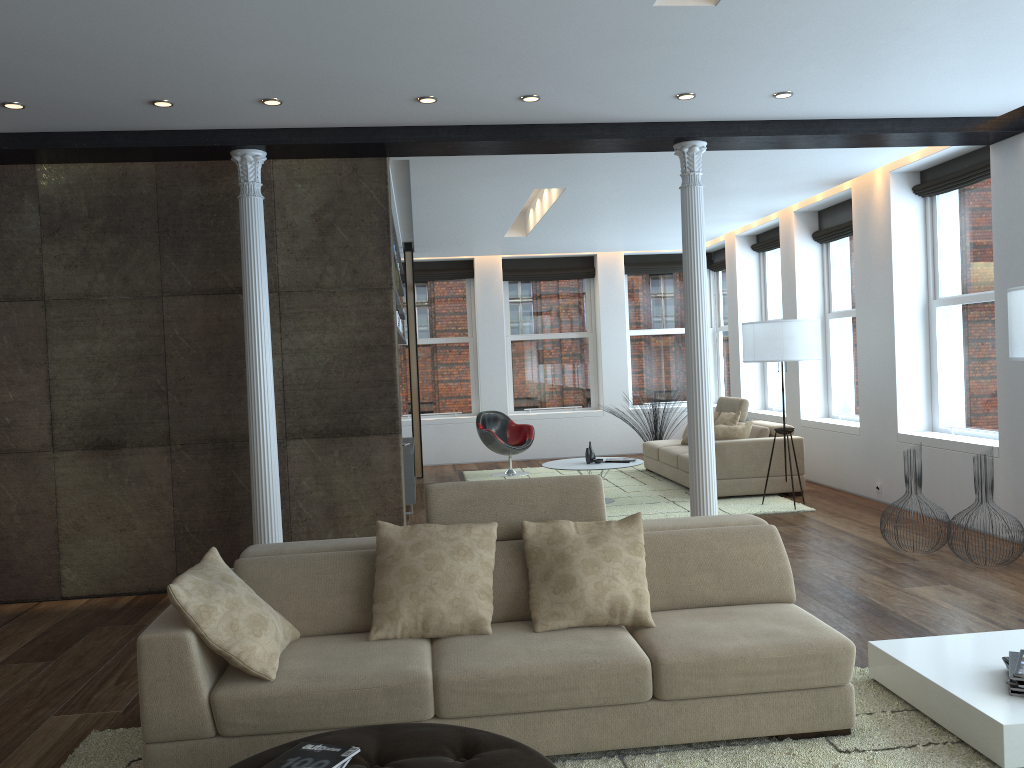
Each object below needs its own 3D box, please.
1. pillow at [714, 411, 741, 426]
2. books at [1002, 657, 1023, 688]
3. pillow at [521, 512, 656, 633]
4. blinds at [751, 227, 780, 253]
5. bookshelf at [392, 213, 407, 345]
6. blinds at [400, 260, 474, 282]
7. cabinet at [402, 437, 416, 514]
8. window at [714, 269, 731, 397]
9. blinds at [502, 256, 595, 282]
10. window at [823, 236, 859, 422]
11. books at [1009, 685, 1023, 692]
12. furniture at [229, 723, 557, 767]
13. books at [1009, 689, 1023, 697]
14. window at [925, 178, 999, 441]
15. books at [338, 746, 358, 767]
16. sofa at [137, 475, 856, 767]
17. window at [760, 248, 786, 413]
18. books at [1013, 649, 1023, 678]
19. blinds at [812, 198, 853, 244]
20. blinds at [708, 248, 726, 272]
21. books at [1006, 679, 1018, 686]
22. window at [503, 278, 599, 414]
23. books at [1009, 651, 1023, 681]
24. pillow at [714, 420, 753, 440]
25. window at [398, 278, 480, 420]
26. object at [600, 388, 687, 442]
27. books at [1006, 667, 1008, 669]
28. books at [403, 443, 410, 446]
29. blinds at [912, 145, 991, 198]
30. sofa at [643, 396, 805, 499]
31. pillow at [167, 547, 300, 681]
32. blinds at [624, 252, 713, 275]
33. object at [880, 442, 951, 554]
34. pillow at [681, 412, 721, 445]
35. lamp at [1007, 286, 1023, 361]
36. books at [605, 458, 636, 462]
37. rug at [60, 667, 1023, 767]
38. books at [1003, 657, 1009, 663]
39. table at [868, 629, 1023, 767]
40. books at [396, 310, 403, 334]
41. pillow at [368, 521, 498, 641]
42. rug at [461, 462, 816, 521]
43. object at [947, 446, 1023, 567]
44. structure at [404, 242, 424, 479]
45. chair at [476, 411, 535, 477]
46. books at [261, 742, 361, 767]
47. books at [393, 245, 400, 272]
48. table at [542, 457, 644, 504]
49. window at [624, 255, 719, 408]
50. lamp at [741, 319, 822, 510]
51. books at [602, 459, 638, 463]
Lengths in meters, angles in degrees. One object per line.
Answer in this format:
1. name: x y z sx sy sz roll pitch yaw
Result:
1. pillow: 2.307 0.516 9.771 0.301 0.439 0.534 -3 1 -9
2. books: 1.959 1.068 3.270 0.220 0.010 0.300 -2 2 19
3. pillow: 0.308 0.769 3.674 0.519 0.416 0.368 -3 1 -1
4. blinds: 3.315 -1.833 11.059 0.156 0.275 1.442 -3 1 -6
5. bookshelf: -1.326 -0.920 8.973 0.400 0.942 4.804 -3 1 -6
6. blinds: -1.270 -1.669 13.110 1.412 0.307 0.156 -3 1 -6
7. cabinet: -1.287 0.974 9.704 0.450 0.603 2.000 -3 1 -6
8. window: 8.760 -0.606 19.661 34.761 17.917 13.698 -3 1 -6
9. blinds: 0.535 -1.725 13.294 1.422 0.363 0.156 -3 1 -6
10. window: 3.607 -0.726 9.310 0.123 2.400 1.345 -3 1 -6
11. books: 1.959 1.087 3.270 0.220 0.010 0.300 -2 2 29
12. furniture: -0.354 1.231 2.270 1.057 0.355 1.057 -3 1 -4
13. books: 1.960 1.107 3.271 0.220 0.010 0.300 -2 2 29
14. window: 3.818 -0.683 7.253 0.123 2.400 1.391 -3 1 -6
15. books: -0.569 1.059 2.404 0.219 0.031 0.300 -2 1 9
16. sofa: -0.055 0.905 3.639 2.581 0.950 1.021 -3 1 -6
17. window: 3.424 -0.763 11.095 0.123 2.400 1.444 -3 1 -6
18. books: 1.979 1.039 3.257 0.220 0.010 0.300 -2 2 34
19. blinds: 3.501 -1.737 9.278 0.156 0.393 1.342 -3 1 -6
20. blinds: 3.131 -1.845 12.866 0.156 0.327 1.377 -3 1 -6
21. books: 1.981 1.077 3.258 0.220 0.010 0.300 -1 2 44
22. window: 0.571 -0.698 13.414 1.420 2.400 0.123 -3 1 -6
23. books: 1.958 1.049 3.269 0.220 0.010 0.300 -2 2 29
24. pillow: 2.149 0.565 8.991 0.518 0.393 0.395 -3 1 -9
25. window: -1.238 -0.614 13.230 1.420 2.400 0.123 -3 1 -6
26. object: 1.876 0.563 11.805 1.119 1.014 1.125 -3 2 -19
27. books: 1.982 1.097 3.258 0.220 0.010 0.300 -2 1 14
28. books: -1.295 0.667 9.736 0.300 0.010 0.220 -2 1 9
29. blinds: 3.709 -1.753 7.220 0.156 0.275 1.396 -3 1 -6
30. sofa: 2.274 0.641 10.026 1.018 0.950 2.581 -3 1 -6
31. pillow: -1.045 0.848 3.310 0.395 0.393 0.518 -3 1 -2
32. blinds: 2.355 -1.834 13.479 1.442 0.312 0.155 -3 1 -6
33. object: 2.844 0.796 6.272 0.458 0.781 0.458 -3 1 -7
34. pillow: 2.231 0.514 10.391 0.368 0.416 0.519 -3 1 -10
35. lamp: 2.905 0.363 4.445 0.698 1.728 0.698 -2 2 18
36. books: 1.099 0.767 8.974 0.300 0.010 0.220 -2 1 9
37. rug: 0.528 1.376 2.387 4.231 0.020 2.972 -3 1 -6
38. books: 1.980 1.058 3.257 0.220 0.010 0.300 -2 1 9
39. table: 2.038 1.189 3.445 0.900 0.170 0.900 -3 1 -6
40. books: -1.220 -0.603 8.644 0.242 0.237 2.981 -3 1 -6
41. pillow: -0.314 0.787 3.623 0.534 0.439 0.301 -3 1 -2
42. rug: 1.035 1.163 9.929 2.972 0.020 4.231 -3 1 -6
43. object: 3.107 0.796 5.830 0.458 0.781 0.458 -3 1 -7
44. structure: -1.303 -0.303 11.750 0.120 3.059 0.600 -3 1 -6
45. chair: -0.077 0.756 11.456 0.810 0.818 0.669 -3 2 -26
46. books: -0.592 1.052 2.416 0.220 0.040 0.301 -2 2 29
47. books: -1.351 -1.237 9.643 0.242 0.237 2.981 -3 1 -6
48. table: 0.821 0.991 8.943 1.022 0.393 1.022 -1 2 39
49. window: 2.407 -0.783 13.593 1.474 2.400 0.123 -3 1 -6
50. lamp: 2.518 0.283 8.214 0.698 1.728 0.698 -2 2 18
51. books: 1.087 0.778 8.952 0.300 0.010 0.220 -2 2 29
